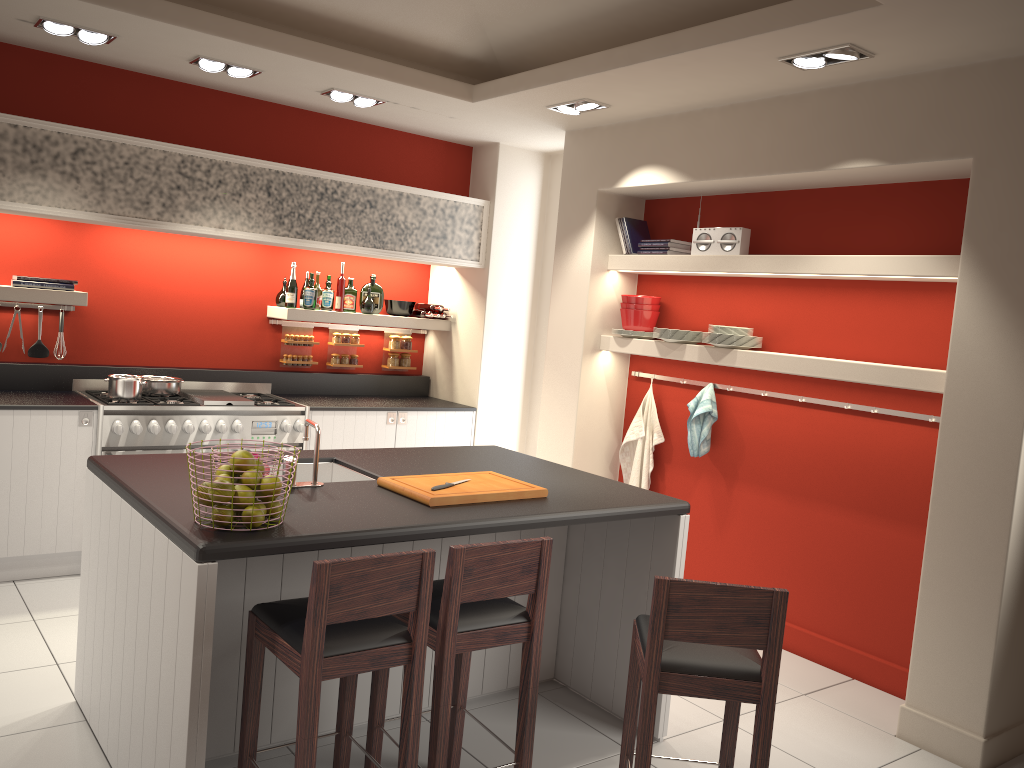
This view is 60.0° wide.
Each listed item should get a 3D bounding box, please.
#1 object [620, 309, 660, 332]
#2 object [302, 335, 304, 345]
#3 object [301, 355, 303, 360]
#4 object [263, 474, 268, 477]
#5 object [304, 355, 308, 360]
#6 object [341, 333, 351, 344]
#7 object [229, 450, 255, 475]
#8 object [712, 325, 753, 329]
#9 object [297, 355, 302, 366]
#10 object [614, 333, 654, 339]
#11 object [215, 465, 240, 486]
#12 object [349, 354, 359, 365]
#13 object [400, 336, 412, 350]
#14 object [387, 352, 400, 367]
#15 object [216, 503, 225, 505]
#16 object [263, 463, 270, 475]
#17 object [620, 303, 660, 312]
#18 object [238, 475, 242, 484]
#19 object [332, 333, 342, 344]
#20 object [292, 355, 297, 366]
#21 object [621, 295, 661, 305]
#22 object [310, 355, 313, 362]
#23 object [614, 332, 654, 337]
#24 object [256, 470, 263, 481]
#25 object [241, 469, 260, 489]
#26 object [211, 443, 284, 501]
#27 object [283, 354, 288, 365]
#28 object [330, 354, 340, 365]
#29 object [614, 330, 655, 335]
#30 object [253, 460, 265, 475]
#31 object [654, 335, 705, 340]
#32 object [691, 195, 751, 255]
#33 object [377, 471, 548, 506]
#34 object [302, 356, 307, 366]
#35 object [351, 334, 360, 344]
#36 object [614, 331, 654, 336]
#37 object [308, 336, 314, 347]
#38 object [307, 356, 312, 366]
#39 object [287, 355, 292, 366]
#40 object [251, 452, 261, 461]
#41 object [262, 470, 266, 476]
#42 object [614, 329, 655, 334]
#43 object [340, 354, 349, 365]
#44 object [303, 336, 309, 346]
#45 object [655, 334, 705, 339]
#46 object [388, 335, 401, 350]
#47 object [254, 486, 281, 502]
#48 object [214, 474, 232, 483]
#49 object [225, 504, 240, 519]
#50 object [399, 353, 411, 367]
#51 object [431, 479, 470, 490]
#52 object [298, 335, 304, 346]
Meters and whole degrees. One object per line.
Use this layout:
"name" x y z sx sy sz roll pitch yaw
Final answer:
"object" 0.828 -0.408 5.790 0.260 0.146 0.261 2 5 -34
"object" -1.570 -0.326 6.627 0.034 0.078 0.034 4 4 -17
"object" -1.583 -0.178 6.638 0.034 0.078 0.034 4 4 -17
"object" -0.864 0.332 3.079 0.048 0.046 0.048 6 5 12
"object" -1.552 -0.178 6.662 0.034 0.078 0.034 4 4 -17
"object" -1.276 -0.346 6.827 0.068 0.088 0.068 4 5 -17
"object" -0.844 0.246 2.777 0.078 0.080 0.078 2 6 -37
"object" 1.275 -0.327 5.166 0.255 0.015 0.255 8 5 34
"object" -1.578 -0.174 6.593 0.034 0.078 0.034 4 4 -17
"object" 0.820 -0.310 5.797 0.339 0.020 0.339 2 6 -35
"object" -0.898 0.291 2.798 0.071 0.076 0.078 7 5 22
"object" -1.228 -0.186 6.886 0.068 0.088 0.068 4 5 -17
"object" -0.851 -0.327 7.147 0.093 0.120 0.094 4 5 -17
"object" -0.948 -0.194 7.092 0.093 0.120 0.094 4 5 -17
"object" -0.916 0.350 2.780 0.064 0.060 0.064 1 6 -43
"object" -0.877 0.305 3.120 0.051 0.055 0.056 3 5 -23
"object" 0.830 -0.451 5.784 0.260 0.159 0.260 8 5 34
"object" -0.874 0.319 2.857 0.067 0.064 0.066 2 5 -33
"object" -1.338 -0.348 6.780 0.068 0.088 0.068 4 5 -17
"object" -1.609 -0.175 6.570 0.034 0.078 0.034 4 4 -17
"object" 0.835 -0.501 5.775 0.260 0.161 0.260 7 5 19
"object" -1.520 -0.177 6.685 0.034 0.078 0.034 4 4 -17
"object" 0.820 -0.316 5.796 0.339 0.020 0.339 2 6 -35
"object" -0.821 0.297 2.813 0.057 0.054 0.056 7 5 24
"object" -0.807 0.295 2.740 0.057 0.061 0.062 3 5 -23
"object" -0.930 0.310 3.113 0.248 0.168 0.248 9 6 40
"object" -1.677 -0.181 6.566 0.034 0.078 0.034 4 4 -17
"object" -1.352 -0.189 6.792 0.068 0.088 0.068 4 5 -17
"object" 0.821 -0.329 5.795 0.339 0.020 0.339 2 6 -35
"object" -0.834 0.274 2.865 0.067 0.064 0.067 2 5 -37
"object" 1.036 -0.276 5.455 0.339 0.020 0.339 1 6 -38
"object" 1.234 -0.934 5.222 0.097 0.369 0.342 1 6 -42
"object" -0.193 0.409 3.516 0.570 0.033 0.373 1 6 -39
"object" -1.547 -0.174 6.617 0.034 0.078 0.034 4 4 -17
"object" -1.214 -0.345 6.874 0.068 0.088 0.068 4 5 -17
"object" 0.821 -0.323 5.796 0.339 0.020 0.339 2 6 -35
"object" -1.503 -0.320 6.630 0.034 0.078 0.034 4 4 -17
"object" -1.516 -0.173 6.641 0.034 0.078 0.034 4 4 -17
"object" -1.640 -0.176 6.546 0.034 0.078 0.034 4 4 -17
"object" -0.909 0.267 3.101 0.056 0.058 0.056 6 4 8
"object" -0.874 0.299 3.052 0.048 0.046 0.048 6 4 8
"object" 0.822 -0.336 5.795 0.339 0.020 0.339 2 6 -35
"object" -1.290 -0.187 6.839 0.068 0.088 0.068 4 5 -17
"object" -1.534 -0.321 6.606 0.034 0.078 0.034 4 4 -17
"object" 1.037 -0.283 5.454 0.339 0.020 0.339 1 6 -38
"object" -0.936 -0.330 7.082 0.093 0.120 0.094 4 5 -17
"object" -0.775 0.334 2.815 0.082 0.082 0.082 7 5 19
"object" -0.887 0.307 2.725 0.057 0.061 0.062 3 5 -23
"object" -0.876 0.397 2.759 0.055 0.054 0.053 2 5 -34
"object" -0.863 -0.192 7.157 0.093 0.120 0.094 4 5 -17
"object" -0.238 0.388 3.450 0.035 0.010 0.302 7 5 23
"object" -1.565 -0.322 6.583 0.034 0.078 0.034 4 4 -17
